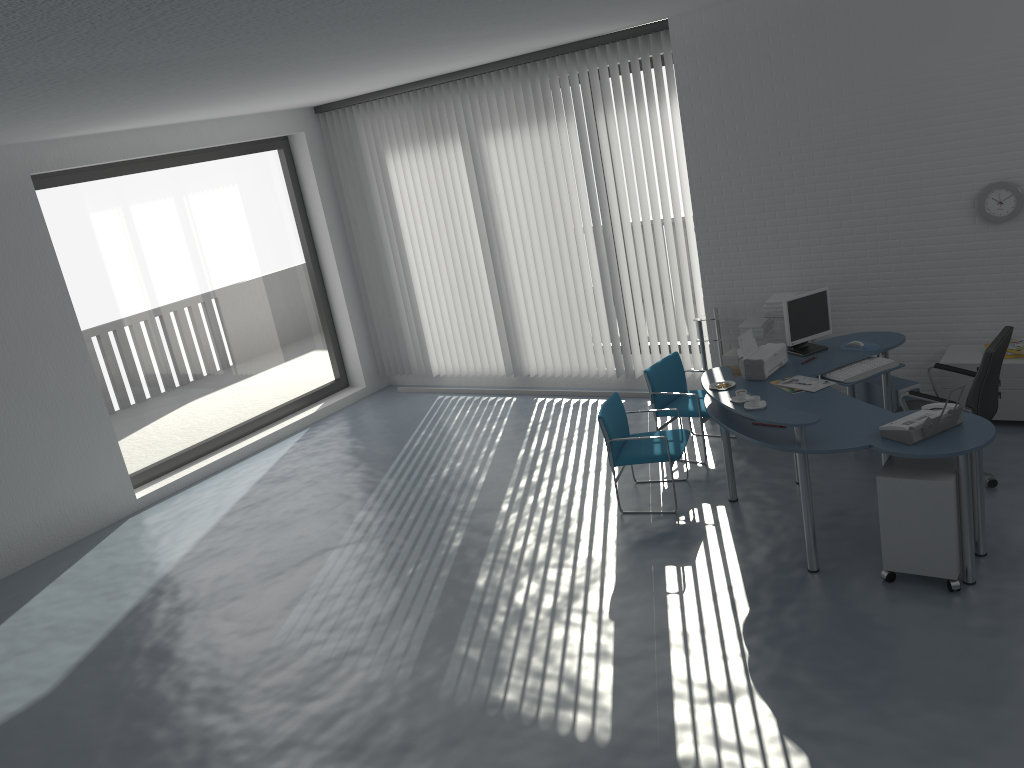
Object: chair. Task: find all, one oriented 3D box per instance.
[{"bbox_3d":[1.380,0.163,6.772,0.543,0.707,0.542,3,21,40],"label":"chair"},{"bbox_3d":[2.678,0.166,5.454,0.652,0.948,0.584,3,21,41],"label":"chair"},{"bbox_3d":[0.926,0.451,6.086,0.543,0.707,0.542,-5,17,21],"label":"chair"}]

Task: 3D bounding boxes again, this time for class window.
[{"bbox_3d":[0.471,-1.609,8.896,3.635,2.562,0.008,1,20,36],"label":"window"},{"bbox_3d":[-3.034,-0.812,8.823,0.008,2.691,2.824,1,20,36],"label":"window"}]

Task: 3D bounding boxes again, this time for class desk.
[{"bbox_3d":[1.937,0.325,5.488,1.402,0.900,2.282,-7,16,12],"label":"desk"}]

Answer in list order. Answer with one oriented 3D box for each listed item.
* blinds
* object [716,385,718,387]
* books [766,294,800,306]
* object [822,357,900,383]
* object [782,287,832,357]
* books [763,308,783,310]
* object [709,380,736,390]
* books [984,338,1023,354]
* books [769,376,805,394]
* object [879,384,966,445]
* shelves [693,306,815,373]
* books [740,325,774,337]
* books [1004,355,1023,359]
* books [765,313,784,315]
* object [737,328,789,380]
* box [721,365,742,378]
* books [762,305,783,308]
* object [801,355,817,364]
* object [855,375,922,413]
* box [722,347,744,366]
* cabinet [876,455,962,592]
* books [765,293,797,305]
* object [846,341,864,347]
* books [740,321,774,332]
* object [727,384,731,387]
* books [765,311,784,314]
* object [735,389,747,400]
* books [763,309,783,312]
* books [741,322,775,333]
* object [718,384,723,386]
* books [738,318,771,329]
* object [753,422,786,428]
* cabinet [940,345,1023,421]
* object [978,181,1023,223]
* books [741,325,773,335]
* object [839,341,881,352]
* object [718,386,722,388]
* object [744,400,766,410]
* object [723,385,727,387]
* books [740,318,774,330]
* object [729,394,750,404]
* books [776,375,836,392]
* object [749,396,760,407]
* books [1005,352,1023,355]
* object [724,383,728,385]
[{"bbox_3d":[-0.120,-1.482,8.739,4.001,2.955,0.158,1,20,36],"label":"blinds"},{"bbox_3d":[1.247,0.012,5.366,0.025,0.005,0.027,-15,17,-15],"label":"object"},{"bbox_3d":[2.139,-0.663,7.001,0.190,0.015,0.270,1,20,36],"label":"books"},{"bbox_3d":[2.277,-0.100,5.796,0.478,0.028,0.276,-17,17,-21],"label":"object"},{"bbox_3d":[2.015,-0.428,6.144,0.365,0.417,0.212,-17,17,-19],"label":"object"},{"bbox_3d":[2.127,-0.632,7.015,0.190,0.015,0.270,1,20,36],"label":"books"},{"bbox_3d":[1.269,0.010,5.353,0.162,0.011,0.162,-14,16,-10],"label":"object"},{"bbox_3d":[3.498,-0.266,6.178,0.210,0.020,0.300,-16,17,-17],"label":"books"},{"bbox_3d":[1.779,0.003,5.569,0.200,0.005,0.300,-13,16,-8],"label":"books"},{"bbox_3d":[2.108,0.107,4.493,0.405,0.280,0.399,-18,17,-22],"label":"object"},{"bbox_3d":[2.030,-0.185,7.276,0.896,0.848,0.441,1,20,36],"label":"shelves"},{"bbox_3d":[1.992,-0.429,7.211,0.190,0.015,0.270,0,19,35],"label":"books"},{"bbox_3d":[3.557,-0.227,6.151,0.300,0.020,0.210,-5,17,21],"label":"books"},{"bbox_3d":[2.139,-0.589,7.021,0.190,0.015,0.270,1,20,36],"label":"books"},{"bbox_3d":[1.658,-0.211,5.898,0.197,0.273,0.392,3,21,40],"label":"object"},{"bbox_3d":[1.881,-0.120,7.382,0.207,0.133,0.347,-1,19,31],"label":"box"},{"bbox_3d":[2.120,-0.644,7.005,0.190,0.015,0.270,2,20,38],"label":"books"},{"bbox_3d":[2.000,-0.162,5.970,0.178,0.013,0.013,-22,19,-33],"label":"object"},{"bbox_3d":[2.703,0.175,6.364,0.199,0.422,0.471,-16,17,-17],"label":"object"},{"bbox_3d":[1.861,-0.225,7.351,0.139,0.090,0.234,3,21,40],"label":"box"},{"bbox_3d":[2.189,0.674,4.663,0.383,0.605,0.559,2,20,37],"label":"cabinet"},{"bbox_3d":[2.123,-0.674,6.996,0.190,0.015,0.270,-1,19,31],"label":"books"},{"bbox_3d":[2.353,-0.277,6.081,0.115,0.035,0.054,6,23,45],"label":"object"},{"bbox_3d":[1.989,-0.470,7.192,0.190,0.015,0.270,0,19,35],"label":"books"},{"bbox_3d":[1.303,0.009,5.340,0.025,0.005,0.027,-10,16,4],"label":"object"},{"bbox_3d":[2.137,-0.603,7.017,0.190,0.015,0.270,0,19,33],"label":"books"},{"bbox_3d":[1.311,0.062,5.063,0.062,0.049,0.078,-3,18,26],"label":"object"},{"bbox_3d":[2.125,-0.616,7.015,0.190,0.015,0.270,1,20,37],"label":"books"},{"bbox_3d":[1.996,-0.458,7.201,0.190,0.015,0.270,1,20,36],"label":"books"},{"bbox_3d":[1.263,0.006,5.361,0.025,0.005,0.027,3,21,40],"label":"object"},{"bbox_3d":[1.965,-0.497,7.189,0.190,0.015,0.270,0,19,33],"label":"books"},{"bbox_3d":[1.452,0.230,4.997,0.200,0.010,0.011,5,23,44],"label":"object"},{"bbox_3d":[3.693,0.013,6.150,1.259,0.484,0.447,1,20,35],"label":"cabinet"},{"bbox_3d":[3.375,-1.257,6.125,0.279,0.277,0.041,1,20,36],"label":"object"},{"bbox_3d":[1.990,-0.443,7.207,0.190,0.015,0.270,-1,19,32],"label":"books"},{"bbox_3d":[2.383,-0.269,6.065,0.213,0.026,0.285,-24,20,-38],"label":"object"},{"bbox_3d":[1.251,0.016,5.334,0.027,0.005,0.025,-6,17,16],"label":"object"},{"bbox_3d":[1.351,0.120,4.923,0.119,0.016,0.119,-6,17,15],"label":"object"},{"bbox_3d":[1.282,0.011,5.332,0.025,0.005,0.027,-2,18,28],"label":"object"},{"bbox_3d":[1.989,-0.487,7.195,0.190,0.015,0.270,1,20,37],"label":"books"},{"bbox_3d":[1.313,0.087,5.063,0.119,0.016,0.119,-15,16,-14],"label":"object"},{"bbox_3d":[1.836,-0.001,5.540,0.200,0.010,0.300,-19,18,-27],"label":"books"},{"bbox_3d":[1.352,0.095,4.920,0.078,0.049,0.062,-21,19,-30],"label":"object"},{"bbox_3d":[3.526,-0.244,6.156,0.300,0.020,0.210,-1,19,31],"label":"books"},{"bbox_3d":[1.294,0.000,5.359,0.027,0.005,0.025,-13,16,-6],"label":"object"}]
